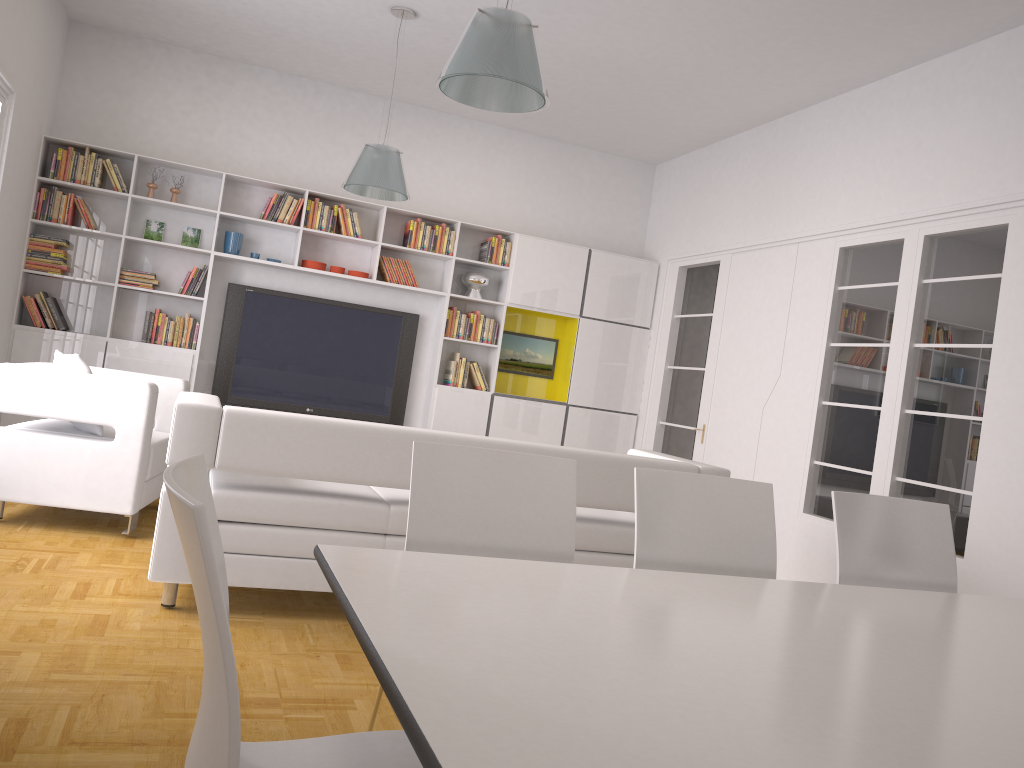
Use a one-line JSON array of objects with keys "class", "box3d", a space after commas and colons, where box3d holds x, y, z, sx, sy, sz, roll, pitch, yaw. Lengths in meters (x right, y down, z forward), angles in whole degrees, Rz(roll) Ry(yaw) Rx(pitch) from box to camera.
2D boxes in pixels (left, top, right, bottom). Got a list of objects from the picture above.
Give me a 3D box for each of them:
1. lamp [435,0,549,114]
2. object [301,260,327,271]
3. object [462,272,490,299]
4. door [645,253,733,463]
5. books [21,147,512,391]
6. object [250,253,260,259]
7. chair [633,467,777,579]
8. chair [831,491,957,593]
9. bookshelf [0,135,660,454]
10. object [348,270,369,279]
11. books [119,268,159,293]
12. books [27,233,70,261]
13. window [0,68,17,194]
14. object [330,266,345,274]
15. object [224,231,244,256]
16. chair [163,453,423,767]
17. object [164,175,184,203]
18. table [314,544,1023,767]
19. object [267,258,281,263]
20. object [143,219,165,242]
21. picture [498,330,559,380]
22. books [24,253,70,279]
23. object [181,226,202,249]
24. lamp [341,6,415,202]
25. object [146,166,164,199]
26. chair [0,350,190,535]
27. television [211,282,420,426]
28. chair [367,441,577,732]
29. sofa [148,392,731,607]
[{"class": "lamp", "box3d": [0.011, -1.781, 3.581, 0.464, 1.250, 0.465, 9, -1, -20]}, {"class": "object", "box3d": [-1.701, -1.009, 7.606, 0.210, 0.073, 0.211, 9, 0, -45]}, {"class": "object", "box3d": [-0.339, -0.887, 8.080, 0.256, 0.239, 0.257, 8, -1, -12]}, {"class": "door", "box3d": [1.502, 0.109, 7.812, 0.139, 2.455, 1.009, 9, -1, -19]}, {"class": "books", "box3d": [-1.925, -0.911, 7.522, 3.858, 1.456, 0.235, 8, -1, -19]}, {"class": "object", "box3d": [-2.155, -1.066, 7.433, 0.078, 0.056, 0.078, 8, 0, 6]}, {"class": "chair", "box3d": [0.588, 0.745, 2.405, 0.560, 0.931, 0.576, 9, -1, -19]}, {"class": "chair", "box3d": [1.242, 0.841, 2.636, 0.560, 0.931, 0.576, 9, -1, -19]}, {"class": "bookshelf", "box3d": [-1.316, -0.316, 7.789, 5.359, 2.481, 0.390, 8, -1, -19]}, {"class": "object", "box3d": [-1.337, -0.945, 7.714, 0.182, 0.054, 0.183, 8, 0, -23]}, {"class": "books", "box3d": [-3.007, -0.829, 7.162, 0.283, 0.153, 0.207, 8, 0, -19]}, {"class": "books", "box3d": [-3.625, -1.071, 6.939, 0.252, 0.153, 0.207, 8, 0, -19]}, {"class": "window", "box3d": [-2.866, -0.571, 4.009, 0.195, 2.529, 3.352, 9, -1, -19]}, {"class": "object", "box3d": [-1.512, -0.974, 7.673, 0.128, 0.073, 0.129, 8, 0, -23]}, {"class": "object", "box3d": [-2.321, -1.159, 7.372, 0.147, 0.192, 0.147, 9, -1, -30]}, {"class": "chair", "box3d": [-0.273, 0.618, 1.293, 0.575, 0.931, 0.561, 9, -1, -19]}, {"class": "object", "box3d": [-2.790, -1.594, 7.251, 0.179, 0.260, 0.119, 8, -1, 1]}, {"class": "table", "box3d": [0.858, 0.885, 1.677, 2.408, 0.722, 1.211, 8, 0, -19]}, {"class": "object", "box3d": [-2.011, -1.032, 7.484, 0.123, 0.032, 0.124, 8, 0, -34]}, {"class": "object", "box3d": [-2.940, -1.250, 7.280, 0.144, 0.190, 0.052, 9, -1, -19]}, {"class": "picture", "box3d": [0.137, -0.275, 8.407, 0.608, 0.388, 0.007, 8, -1, -19]}, {"class": "books", "box3d": [-3.632, -0.921, 6.941, 0.283, 0.153, 0.207, 8, 0, -19]}, {"class": "object", "box3d": [-2.670, -1.211, 7.375, 0.144, 0.190, 0.052, 9, -1, -19]}, {"class": "lamp", "box3d": [-0.826, -1.902, 5.981, 0.464, 1.250, 0.465, 9, -1, -20]}, {"class": "object", "box3d": [-2.894, -1.619, 7.196, 0.120, 0.279, 0.179, 9, -1, -14]}, {"class": "chair", "box3d": [-2.432, 0.287, 5.201, 0.801, 0.912, 1.096, 8, -1, -10]}, {"class": "television", "box3d": [-1.694, -0.202, 7.730, 1.658, 1.088, 0.082, 8, -1, -19]}, {"class": "chair", "box3d": [-0.029, 0.654, 2.187, 0.560, 0.931, 0.576, 9, -1, -19]}, {"class": "sofa", "box3d": [-0.319, 0.641, 4.353, 2.620, 0.849, 0.823, 8, -1, -19]}]
